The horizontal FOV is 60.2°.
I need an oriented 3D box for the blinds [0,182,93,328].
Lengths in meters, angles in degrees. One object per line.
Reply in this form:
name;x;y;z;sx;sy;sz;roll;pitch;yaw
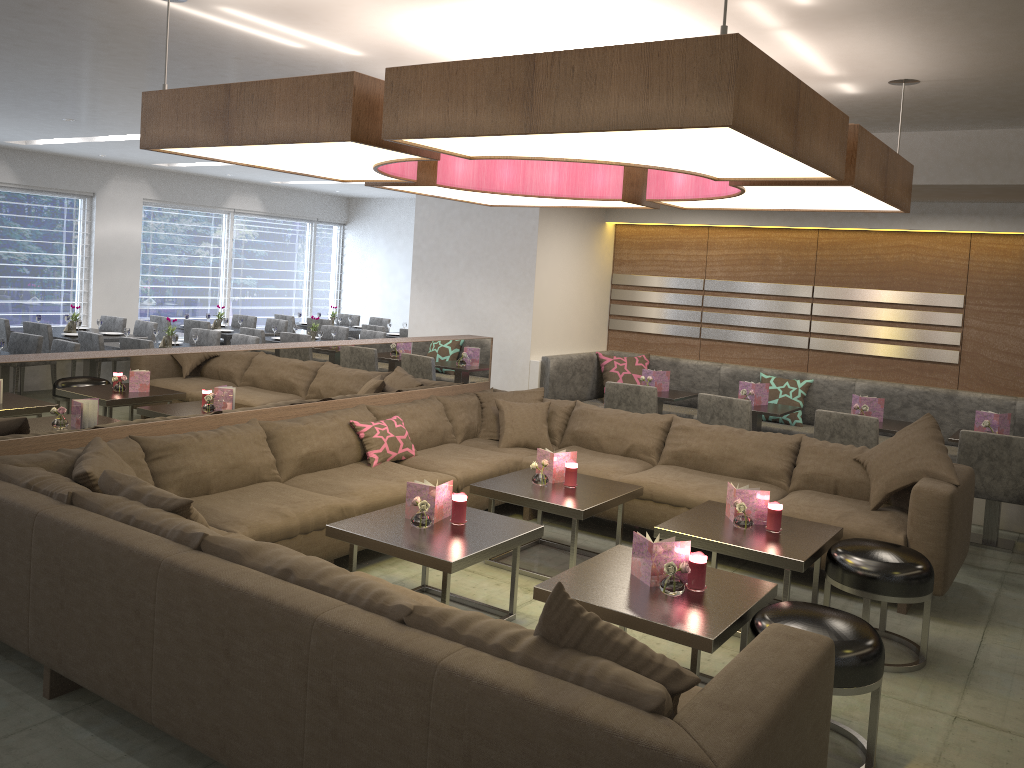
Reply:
blinds;-7.088;-1.047;7.755;0.045;2.031;7.113;5;7;33

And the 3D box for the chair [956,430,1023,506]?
chair;2.813;0.641;5.177;0.478;0.759;0.493;6;5;29

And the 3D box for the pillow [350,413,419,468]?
pillow;-0.713;0.315;4.993;0.181;0.251;0.465;6;7;29

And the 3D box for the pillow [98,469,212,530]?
pillow;-1.228;0.491;3.131;0.496;0.337;0.313;7;6;28

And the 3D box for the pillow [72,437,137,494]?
pillow;-1.571;0.425;3.491;0.297;0.355;0.506;1;6;-24

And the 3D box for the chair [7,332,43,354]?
chair;-3.990;-0.002;6.858;0.478;0.759;0.493;6;5;28

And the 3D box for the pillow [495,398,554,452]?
pillow;0.081;0.272;5.648;0.380;0.321;0.236;2;5;-12

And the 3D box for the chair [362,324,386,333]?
chair;-1.511;-0.324;10.565;0.479;0.759;0.492;7;5;38

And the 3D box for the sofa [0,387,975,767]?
sofa;0.103;0.662;4.038;3.192;0.672;3.775;8;9;33

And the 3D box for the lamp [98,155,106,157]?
lamp;-4.588;-2.556;9.901;0.089;0.007;0.089;2;7;-11

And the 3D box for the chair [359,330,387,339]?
chair;-1.655;-0.181;9.382;0.479;0.759;0.492;7;5;38

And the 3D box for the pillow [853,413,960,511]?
pillow;2.013;0.399;4.496;0.298;0.510;0.624;0;7;-43

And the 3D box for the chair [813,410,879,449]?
chair;2.160;0.543;5.619;0.479;0.759;0.493;7;5;36

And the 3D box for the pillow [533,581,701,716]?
pillow;0.206;0.653;2.145;0.533;0.403;0.280;6;5;22

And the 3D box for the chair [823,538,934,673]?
chair;1.537;0.903;3.730;0.423;0.449;0.424;5;5;15

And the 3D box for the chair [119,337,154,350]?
chair;-2.976;-0.011;7.417;0.478;0.759;0.493;6;5;28

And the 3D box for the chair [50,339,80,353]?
chair;-3.542;0.066;6.550;0.479;0.759;0.492;7;5;38

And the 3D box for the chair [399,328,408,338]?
chair;-1.042;-0.263;10.322;0.478;0.759;0.493;6;5;28

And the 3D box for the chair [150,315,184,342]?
chair;-3.758;-0.382;9.922;0.479;0.759;0.492;7;5;38

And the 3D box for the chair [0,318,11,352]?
chair;-4.706;-0.258;8.498;0.479;0.759;0.492;7;5;38

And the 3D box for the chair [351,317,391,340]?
chair;-1.929;-0.497;11.702;0.479;0.759;0.492;7;5;38

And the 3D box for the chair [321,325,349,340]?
chair;-2.104;-0.249;9.690;0.478;0.759;0.493;6;5;28

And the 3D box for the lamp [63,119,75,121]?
lamp;-3.601;-2.144;7.180;0.089;0.007;0.089;2;7;-11

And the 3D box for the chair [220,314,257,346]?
chair;-3.364;-0.436;10.528;0.478;0.759;0.493;6;5;28

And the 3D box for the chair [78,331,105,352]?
chair;-3.446;-0.071;7.660;0.479;0.759;0.492;7;5;38

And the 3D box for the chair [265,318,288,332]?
chair;-2.916;-0.368;10.221;0.479;0.759;0.492;7;5;38

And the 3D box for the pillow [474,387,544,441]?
pillow;-0.003;0.213;5.839;0.526;0.392;0.293;4;4;2

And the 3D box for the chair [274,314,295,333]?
chair;-2.771;-0.511;11.403;0.479;0.759;0.492;7;5;38

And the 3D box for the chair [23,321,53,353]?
chair;-4.237;-0.198;8.255;0.478;0.759;0.493;6;5;28

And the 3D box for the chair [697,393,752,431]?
chair;1.529;0.448;6.047;0.479;0.759;0.492;7;5;40

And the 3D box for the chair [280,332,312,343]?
chair;-2.028;-0.134;8.841;0.478;0.759;0.493;6;5;28

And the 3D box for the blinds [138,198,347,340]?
blinds;-3.751;-1.483;12.765;0.045;2.032;3.658;5;6;33

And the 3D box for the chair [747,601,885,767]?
chair;0.983;0.975;2.897;0.424;0.449;0.423;6;6;30

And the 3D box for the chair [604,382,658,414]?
chair;0.913;0.359;6.442;0.478;0.759;0.493;6;5;25

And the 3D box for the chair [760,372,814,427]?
chair;2.091;0.132;6.863;0.428;0.393;0.219;7;5;34

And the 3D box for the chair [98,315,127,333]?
chair;-4.312;-0.312;9.105;0.478;0.759;0.493;6;5;28

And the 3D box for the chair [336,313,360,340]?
chair;-2.377;-0.564;12.010;0.478;0.759;0.493;6;5;28

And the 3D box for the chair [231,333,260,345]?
chair;-2.604;-0.057;7.959;0.479;0.759;0.492;7;5;38

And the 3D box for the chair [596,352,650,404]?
chair;0.964;-0.043;7.423;0.491;0.425;0.297;2;5;-13

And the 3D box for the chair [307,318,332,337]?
chair;-2.302;-0.450;11.161;0.478;0.759;0.493;6;5;28

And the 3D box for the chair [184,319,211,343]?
chair;-3.288;-0.321;9.679;0.478;0.759;0.493;6;5;28

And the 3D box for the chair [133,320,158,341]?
chair;-3.864;-0.244;8.797;0.479;0.759;0.492;7;5;38

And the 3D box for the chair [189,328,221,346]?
chair;-3.052;-0.125;8.267;0.478;0.759;0.493;6;5;28

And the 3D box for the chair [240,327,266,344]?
chair;-2.498;-0.195;9.083;0.479;0.759;0.492;7;5;38
